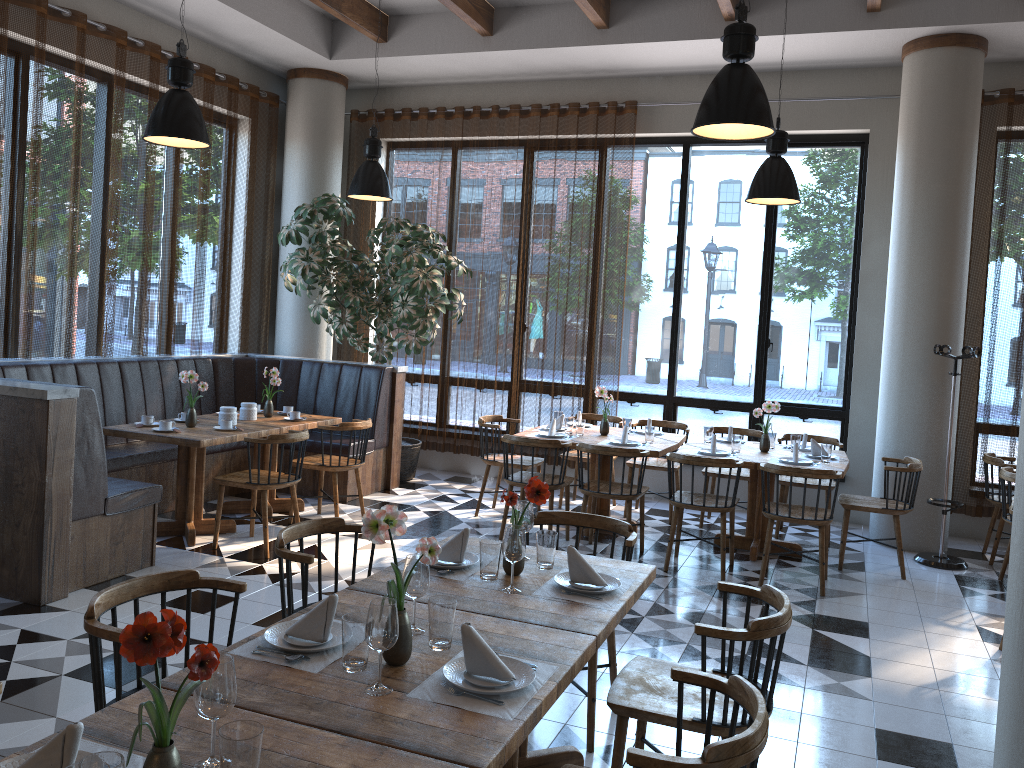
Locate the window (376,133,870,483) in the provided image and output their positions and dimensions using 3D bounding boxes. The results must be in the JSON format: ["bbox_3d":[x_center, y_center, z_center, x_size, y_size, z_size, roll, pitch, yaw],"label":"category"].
[{"bbox_3d":[0.823,-0.905,8.933,4.971,3.162,0.365,5,2,21],"label":"window"}]

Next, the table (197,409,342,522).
[{"bbox_3d":[-1.969,0.646,7.065,0.851,0.763,0.851,5,3,21],"label":"table"}]

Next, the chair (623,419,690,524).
[{"bbox_3d":[1.270,0.753,7.805,0.520,0.816,0.550,4,3,21],"label":"chair"}]

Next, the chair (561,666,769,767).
[{"bbox_3d":[0.298,1.128,2.101,0.550,0.816,0.520,4,3,21],"label":"chair"}]

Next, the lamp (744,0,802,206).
[{"bbox_3d":[1.905,-2.221,6.258,0.390,1.862,0.391,3,2,-2],"label":"lamp"}]

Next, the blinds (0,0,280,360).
[{"bbox_3d":[-3.530,-1.050,6.623,0.155,3.575,5.549,4,4,21],"label":"blinds"}]

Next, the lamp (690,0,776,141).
[{"bbox_3d":[1.090,-2.107,4.125,0.390,1.862,0.391,4,2,8],"label":"lamp"}]

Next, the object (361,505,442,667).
[{"bbox_3d":[-0.296,0.521,2.312,0.206,0.399,0.146,2,2,-20],"label":"object"}]

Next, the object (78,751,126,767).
[{"bbox_3d":[-0.618,0.670,1.324,0.081,0.215,0.081,4,2,12],"label":"object"}]

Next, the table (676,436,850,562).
[{"bbox_3d":[1.895,0.897,6.744,1.215,0.762,1.216,5,4,24],"label":"table"}]

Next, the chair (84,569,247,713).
[{"bbox_3d":[-0.941,1.020,2.574,0.550,0.816,0.520,4,3,21],"label":"chair"}]

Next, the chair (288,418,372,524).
[{"bbox_3d":[-1.387,0.669,6.851,0.550,0.816,0.520,4,3,21],"label":"chair"}]

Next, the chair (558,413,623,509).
[{"bbox_3d":[0.716,0.705,8.017,0.520,0.816,0.550,4,3,21],"label":"chair"}]

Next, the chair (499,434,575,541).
[{"bbox_3d":[0.181,0.780,6.603,0.520,0.816,0.550,4,3,21],"label":"chair"}]

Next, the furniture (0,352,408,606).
[{"bbox_3d":[-2.631,0.428,6.867,1.919,1.148,4.042,5,4,21],"label":"furniture"}]

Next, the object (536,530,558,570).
[{"bbox_3d":[0.125,0.609,3.245,0.080,0.132,0.080,1,3,-39],"label":"object"}]

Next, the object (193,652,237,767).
[{"bbox_3d":[-0.581,0.641,1.729,0.081,0.215,0.081,4,2,12],"label":"object"}]

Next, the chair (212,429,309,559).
[{"bbox_3d":[-1.694,0.712,6.048,0.550,0.816,0.520,4,3,21],"label":"chair"}]

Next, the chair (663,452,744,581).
[{"bbox_3d":[1.325,0.881,6.167,0.520,0.816,0.550,4,3,21],"label":"chair"}]

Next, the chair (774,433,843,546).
[{"bbox_3d":[2.447,0.856,7.356,0.520,0.816,0.550,4,3,21],"label":"chair"}]

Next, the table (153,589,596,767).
[{"bbox_3d":[-0.324,1.100,2.343,0.851,0.763,0.851,5,3,21],"label":"table"}]

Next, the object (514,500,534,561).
[{"bbox_3d":[0.042,0.554,3.356,0.081,0.215,0.081,3,2,-16],"label":"object"}]

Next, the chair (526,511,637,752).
[{"bbox_3d":[0.227,1.000,3.735,0.520,0.816,0.550,4,3,21],"label":"chair"}]

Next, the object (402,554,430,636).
[{"bbox_3d":[-0.276,0.599,2.525,0.081,0.215,0.081,3,2,-16],"label":"object"}]

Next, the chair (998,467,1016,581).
[{"bbox_3d":[3.631,1.023,6.083,0.550,0.816,0.520,4,3,21],"label":"chair"}]

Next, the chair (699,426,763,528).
[{"bbox_3d":[1.877,0.806,7.574,0.520,0.816,0.550,4,3,21],"label":"chair"}]

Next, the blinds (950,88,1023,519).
[{"bbox_3d":[7.120,-0.396,6.260,7.272,3.576,0.160,5,2,21],"label":"blinds"}]

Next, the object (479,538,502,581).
[{"bbox_3d":[-0.077,0.611,3.071,0.080,0.132,0.080,2,3,-34],"label":"object"}]

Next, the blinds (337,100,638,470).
[{"bbox_3d":[-0.387,-1.055,9.130,3.201,3.576,0.155,5,2,21],"label":"blinds"}]

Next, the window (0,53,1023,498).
[{"bbox_3d":[2.690,-0.656,7.102,15.126,3.161,4.502,3,4,-2],"label":"window"}]

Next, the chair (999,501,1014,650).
[{"bbox_3d":[2.982,1.083,4.782,0.519,0.816,0.551,2,3,-24],"label":"chair"}]

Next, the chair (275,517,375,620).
[{"bbox_3d":[-0.631,0.977,3.384,0.550,0.816,0.520,4,3,21],"label":"chair"}]

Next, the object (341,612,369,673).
[{"bbox_3d":[-0.394,0.655,2.240,0.080,0.132,0.080,5,3,36],"label":"object"}]

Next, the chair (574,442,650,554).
[{"bbox_3d":[0.719,0.827,6.398,0.520,0.816,0.550,4,3,21],"label":"chair"}]

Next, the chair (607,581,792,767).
[{"bbox_3d":[0.607,1.085,2.911,0.550,0.816,0.520,4,3,21],"label":"chair"}]

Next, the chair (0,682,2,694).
[{"bbox_3d":[-1.250,1.063,1.764,0.550,0.816,0.520,4,3,21],"label":"chair"}]

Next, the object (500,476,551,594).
[{"bbox_3d":[0.018,0.505,3.064,0.166,0.354,0.295,5,3,26],"label":"object"}]

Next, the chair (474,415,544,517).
[{"bbox_3d":[-0.028,0.701,7.482,0.550,0.816,0.520,4,3,21],"label":"chair"}]

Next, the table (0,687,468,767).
[{"bbox_3d":[-0.629,1.143,1.545,0.851,0.763,0.851,5,3,21],"label":"table"}]

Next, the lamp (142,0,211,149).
[{"bbox_3d":[-1.957,-2.375,5.288,0.391,1.862,0.390,4,2,23],"label":"lamp"}]

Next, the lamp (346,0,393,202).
[{"bbox_3d":[-1.141,-2.488,7.421,0.391,1.862,0.390,5,2,33],"label":"lamp"}]

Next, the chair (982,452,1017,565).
[{"bbox_3d":[3.932,0.981,6.871,0.550,0.816,0.520,4,3,21],"label":"chair"}]

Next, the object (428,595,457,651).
[{"bbox_3d":[-0.193,0.654,2.414,0.080,0.132,0.080,1,3,-39],"label":"object"}]

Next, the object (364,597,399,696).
[{"bbox_3d":[-0.314,0.627,2.121,0.081,0.215,0.081,4,2,12],"label":"object"}]

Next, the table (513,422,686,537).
[{"bbox_3d":[0.719,0.794,7.193,1.215,0.762,1.216,5,4,24],"label":"table"}]

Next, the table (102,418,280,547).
[{"bbox_3d":[-2.274,0.688,6.267,0.851,0.763,0.851,5,3,21],"label":"table"}]

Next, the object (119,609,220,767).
[{"bbox_3d":[-0.613,0.581,1.565,0.156,0.354,0.171,2,3,-32],"label":"object"}]

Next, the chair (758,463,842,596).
[{"bbox_3d":[1.913,0.932,5.942,0.520,0.816,0.550,4,3,21],"label":"chair"}]

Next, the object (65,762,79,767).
[{"bbox_3d":[-0.699,0.697,1.443,0.080,0.132,0.080,5,3,36],"label":"object"}]

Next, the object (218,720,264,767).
[{"bbox_3d":[-0.498,0.696,1.618,0.080,0.132,0.080,1,3,-39],"label":"object"}]

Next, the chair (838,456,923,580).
[{"bbox_3d":[2.664,0.938,6.454,0.550,0.816,0.520,4,3,21],"label":"chair"}]

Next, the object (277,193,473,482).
[{"bbox_3d":[-1.389,-0.443,8.526,1.752,2.777,1.484,2,3,-21],"label":"object"}]

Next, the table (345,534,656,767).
[{"bbox_3d":[-0.019,1.058,3.140,0.851,0.763,0.851,5,3,21],"label":"table"}]
